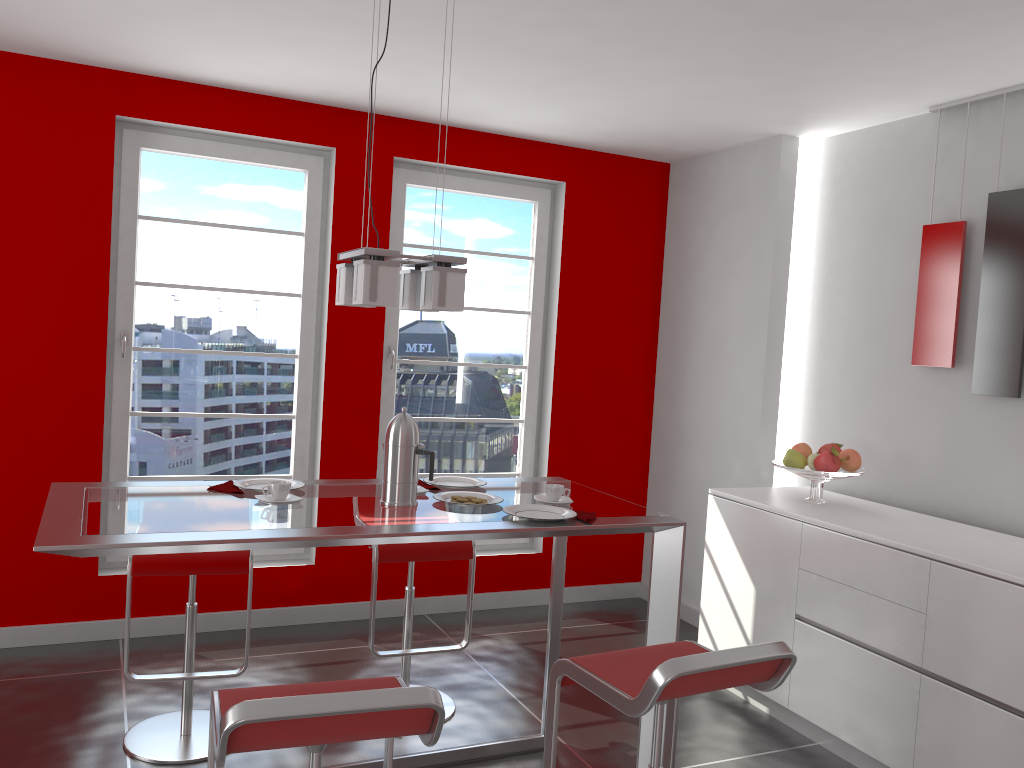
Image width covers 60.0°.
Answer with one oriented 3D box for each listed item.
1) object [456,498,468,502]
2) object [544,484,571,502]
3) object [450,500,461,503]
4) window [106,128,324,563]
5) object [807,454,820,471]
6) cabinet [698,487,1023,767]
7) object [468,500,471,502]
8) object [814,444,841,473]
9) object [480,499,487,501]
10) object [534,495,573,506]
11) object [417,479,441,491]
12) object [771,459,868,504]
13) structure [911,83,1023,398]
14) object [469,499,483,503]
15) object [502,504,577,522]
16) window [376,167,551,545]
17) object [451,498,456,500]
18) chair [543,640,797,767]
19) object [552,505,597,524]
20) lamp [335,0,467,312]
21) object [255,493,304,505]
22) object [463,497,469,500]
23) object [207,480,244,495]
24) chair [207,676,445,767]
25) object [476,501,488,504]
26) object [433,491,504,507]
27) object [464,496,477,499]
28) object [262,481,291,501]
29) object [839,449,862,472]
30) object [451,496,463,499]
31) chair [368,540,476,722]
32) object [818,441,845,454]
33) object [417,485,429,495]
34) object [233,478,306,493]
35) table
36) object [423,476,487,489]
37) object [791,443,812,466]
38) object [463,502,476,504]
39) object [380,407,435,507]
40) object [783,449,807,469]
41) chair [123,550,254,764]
[{"bbox_3d":[-0.150,0.350,2.682,0.036,0.006,0.034,3,3,-1],"label":"object"},{"bbox_3d":[0.138,0.344,2.790,0.078,0.049,0.062,2,3,-25],"label":"object"},{"bbox_3d":[-0.170,0.355,2.679,0.034,0.006,0.036,3,3,-4],"label":"object"},{"bbox_3d":[-1.441,-0.153,4.355,0.938,2.038,0.117,2,3,-25],"label":"window"},{"bbox_3d":[1.338,0.344,3.884,0.086,0.079,0.084,4,3,3],"label":"object"},{"bbox_3d":[1.530,0.992,3.398,0.610,0.880,1.802,2,3,-25],"label":"cabinet"},{"bbox_3d":[-0.134,0.357,2.698,0.036,0.006,0.034,3,3,-8],"label":"object"},{"bbox_3d":[1.334,0.317,3.763,0.097,0.133,0.117,1,4,-36],"label":"object"},{"bbox_3d":[-0.098,0.357,2.725,0.036,0.006,0.034,1,4,-41],"label":"object"},{"bbox_3d":[0.130,0.367,2.788,0.119,0.016,0.119,3,3,-5],"label":"object"},{"bbox_3d":[-0.320,0.333,2.947,0.095,0.012,0.234,2,3,-26],"label":"object"},{"bbox_3d":[1.329,0.435,3.861,0.398,0.159,0.398,5,3,24],"label":"object"},{"bbox_3d":[1.920,-0.403,3.451,0.040,1.503,0.820,2,3,-25],"label":"structure"},{"bbox_3d":[-0.108,0.353,2.684,0.034,0.006,0.036,1,4,-37],"label":"object"},{"bbox_3d":[0.080,0.375,2.559,0.217,0.015,0.217,4,3,11],"label":"object"},{"bbox_3d":[-0.265,-0.108,4.907,0.938,2.038,0.117,2,3,-25],"label":"window"},{"bbox_3d":[-0.168,0.353,2.724,0.034,0.006,0.036,2,3,-21],"label":"object"},{"bbox_3d":[0.355,0.994,2.141,0.418,0.857,0.460,2,3,-30],"label":"chair"},{"bbox_3d":[0.207,0.382,2.612,0.095,0.012,0.234,2,3,-25],"label":"object"},{"bbox_3d":[-0.305,-0.733,2.585,0.304,1.025,0.304,2,3,-25],"label":"lamp"},{"bbox_3d":[-0.666,0.331,2.539,0.119,0.016,0.119,1,4,-45],"label":"object"},{"bbox_3d":[-0.135,0.354,2.745,0.034,0.006,0.036,6,4,44],"label":"object"},{"bbox_3d":[-0.875,0.312,2.680,0.095,0.012,0.234,2,3,-26],"label":"object"},{"bbox_3d":[-0.404,0.965,1.792,0.418,0.857,0.460,2,3,-20],"label":"chair"},{"bbox_3d":[-0.091,0.360,2.688,0.036,0.006,0.034,2,3,-25],"label":"object"},{"bbox_3d":[-0.134,0.354,2.710,0.217,0.015,0.217,4,3,12],"label":"object"},{"bbox_3d":[-0.127,0.350,2.722,0.036,0.006,0.034,4,3,12],"label":"object"},{"bbox_3d":[-0.672,0.307,2.537,0.078,0.049,0.062,3,3,-2],"label":"object"},{"bbox_3d":[1.456,0.328,3.810,0.097,0.101,0.121,6,4,43],"label":"object"},{"bbox_3d":[-0.168,0.347,2.719,0.034,0.006,0.036,3,3,-13],"label":"object"},{"bbox_3d":[-0.419,0.874,3.574,0.418,0.857,0.460,2,3,-23],"label":"chair"},{"bbox_3d":[1.414,0.312,3.930,0.117,0.129,0.150,5,3,22],"label":"object"},{"bbox_3d":[-0.329,0.338,2.811,0.119,0.016,0.119,2,3,-28],"label":"object"},{"bbox_3d":[-0.748,0.315,2.736,0.217,0.015,0.217,3,3,-1],"label":"object"},{"bbox_3d":[-0.452,0.847,2.642,1.700,1.000,0.800,2,3,-25],"label":"table"},{"bbox_3d":[-0.193,0.336,3.003,0.217,0.015,0.217,6,4,40],"label":"object"},{"bbox_3d":[1.294,0.316,3.956,0.096,0.105,0.117,4,3,4],"label":"object"},{"bbox_3d":[-0.128,0.359,2.662,0.036,0.006,0.034,2,3,-26],"label":"object"},{"bbox_3d":[-0.311,0.211,2.630,0.149,0.287,0.113,3,3,-17],"label":"object"},{"bbox_3d":[1.222,0.325,3.828,0.100,0.086,0.083,5,3,24],"label":"object"},{"bbox_3d":[-1.159,0.847,3.206,0.418,0.857,0.460,3,3,-18],"label":"chair"}]
